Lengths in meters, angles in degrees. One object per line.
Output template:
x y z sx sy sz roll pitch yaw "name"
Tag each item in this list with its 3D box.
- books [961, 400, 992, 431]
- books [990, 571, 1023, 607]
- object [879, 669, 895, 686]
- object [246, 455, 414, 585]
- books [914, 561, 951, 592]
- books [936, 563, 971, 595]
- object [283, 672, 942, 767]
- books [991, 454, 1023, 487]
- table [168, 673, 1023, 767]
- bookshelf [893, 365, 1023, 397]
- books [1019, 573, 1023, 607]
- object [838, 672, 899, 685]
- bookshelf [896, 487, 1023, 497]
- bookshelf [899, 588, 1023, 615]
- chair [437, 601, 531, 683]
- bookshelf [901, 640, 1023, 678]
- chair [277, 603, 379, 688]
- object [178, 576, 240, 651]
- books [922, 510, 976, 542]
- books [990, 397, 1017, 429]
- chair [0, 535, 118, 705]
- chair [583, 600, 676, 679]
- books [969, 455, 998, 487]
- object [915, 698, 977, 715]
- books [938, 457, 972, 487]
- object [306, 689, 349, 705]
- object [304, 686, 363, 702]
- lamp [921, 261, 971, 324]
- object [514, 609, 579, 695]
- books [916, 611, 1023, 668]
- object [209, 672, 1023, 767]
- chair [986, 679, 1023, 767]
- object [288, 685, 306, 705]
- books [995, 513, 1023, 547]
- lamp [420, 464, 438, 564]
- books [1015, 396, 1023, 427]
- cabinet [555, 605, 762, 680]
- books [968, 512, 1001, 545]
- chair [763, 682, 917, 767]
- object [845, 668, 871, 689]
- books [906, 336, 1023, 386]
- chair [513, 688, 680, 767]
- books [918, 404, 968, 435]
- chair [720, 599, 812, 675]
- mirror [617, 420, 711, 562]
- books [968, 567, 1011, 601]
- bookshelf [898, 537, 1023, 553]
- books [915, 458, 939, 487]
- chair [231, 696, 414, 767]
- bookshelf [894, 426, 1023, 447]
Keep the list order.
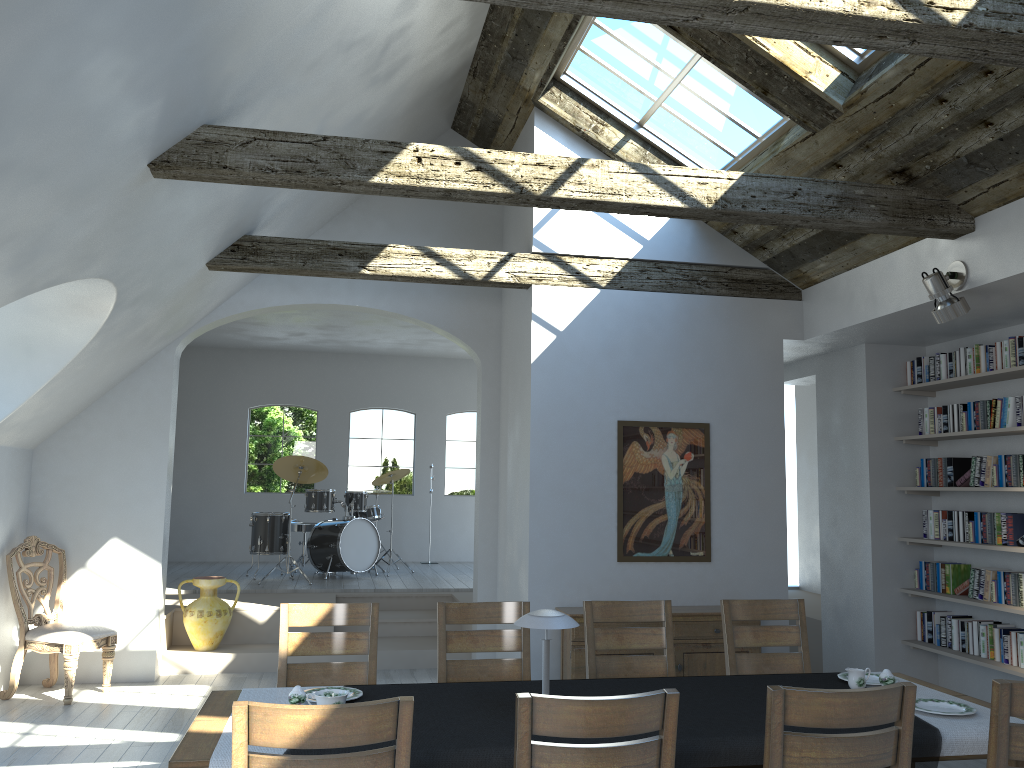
3.424 0.240 6.420 0.209 0.220 0.278 2 -7 -12 "books"
3.447 1.397 6.067 0.209 0.220 0.278 2 -7 -12 "books"
1.572 1.242 3.717 0.064 0.092 0.064 5 -8 -33 "object"
-2.272 1.582 10.605 1.465 1.383 2.354 -4 -8 33 "object"
3.286 1.490 6.884 0.209 0.220 0.278 2 -7 -12 "books"
3.343 1.454 6.585 0.189 0.224 0.345 2 -7 -11 "books"
0.410 1.347 3.400 2.456 0.227 1.073 2 -7 -11 "object"
3.472 0.600 6.099 0.209 0.220 0.278 2 -7 -12 "books"
0.386 1.605 3.359 3.078 0.737 0.939 2 -7 -11 "table"
3.977 -0.361 3.364 0.315 0.070 7.825 2 -7 -11 "bookshelf"
3.504 1.364 5.769 0.189 0.229 0.343 2 -7 -11 "books"
1.567 1.302 3.903 0.250 0.017 0.253 2 -7 -11 "object"
3.964 0.424 3.272 0.315 0.070 7.825 2 -7 -11 "bookshelf"
3.952 1.209 3.179 0.315 0.070 7.825 2 -7 -11 "bookshelf"
-0.099 1.549 4.092 0.514 1.006 0.605 2 -7 -11 "chair"
3.946 1.602 3.133 0.315 0.070 7.825 2 -7 -11 "bookshelf"
-0.831 1.521 3.951 0.514 1.006 0.605 2 -7 -11 "chair"
-2.608 1.967 7.604 0.396 0.605 0.402 -4 -8 35 "object"
3.338 1.069 6.698 0.214 0.220 0.490 2 -7 -11 "books"
3.474 0.208 6.156 0.189 0.228 0.249 2 -7 -11 "books"
-3.350 1.720 6.586 0.655 1.159 0.552 -1 -7 14 "chair"
0.632 1.577 4.233 0.514 1.006 0.605 2 -7 -11 "chair"
3.423 0.626 6.337 0.189 0.228 0.249 2 -7 -11 "books"
1.644 1.244 3.404 0.250 0.017 0.253 2 -7 -11 "object"
3.368 0.660 6.612 0.189 0.224 0.345 2 -7 -11 "books"
-0.651 1.150 3.184 0.124 0.081 0.130 -3 -8 31 "object"
-0.707 1.212 3.446 0.250 0.017 0.253 2 -7 -11 "object"
2.584 -0.547 5.293 0.265 0.386 0.235 0 -7 11 "lamp"
0.130 1.042 3.370 0.251 0.362 0.251 -1 -7 12 "object"
3.546 1.720 5.517 0.242 0.237 2.981 2 -7 -11 "books"
0.407 1.275 3.405 2.872 0.077 1.050 2 -7 -11 "object"
1.646 1.441 2.938 0.514 1.006 0.605 2 -7 -11 "chair"
-0.784 1.149 3.239 0.064 0.092 0.064 0 -7 7 "object"
3.473 0.991 6.004 0.189 0.224 0.345 2 -7 -11 "books"
-1.143 1.809 12.430 0.232 1.383 0.238 2 -7 -11 "lamp"
3.549 0.162 5.790 0.214 0.237 0.490 2 -7 -11 "books"
1.066 1.979 6.353 1.481 0.714 0.383 2 -7 -11 "cabinet"
3.415 1.025 6.308 0.209 0.220 0.278 2 -7 -12 "books"
0.915 1.413 2.797 0.514 1.006 0.605 2 -7 -11 "chair"
1.443 1.236 3.702 0.100 0.098 0.071 7 -9 -42 "object"
3.575 -0.239 5.755 0.242 0.237 2.981 2 -7 -11 "books"
0.184 1.384 2.656 0.514 1.006 0.605 2 -7 -11 "chair"
3.349 0.284 6.797 0.214 0.220 0.490 2 -7 -11 "books"
1.363 1.605 4.374 0.514 1.006 0.605 2 -7 -11 "chair"
1.147 0.808 6.679 0.736 1.047 0.009 2 -7 -11 "mirror"
3.398 1.423 6.306 0.189 0.228 0.249 2 -7 -11 "books"
3.958 0.817 3.225 0.315 0.070 7.825 2 -7 -11 "bookshelf"
3.311 0.694 6.916 0.209 0.220 0.278 2 -7 -12 "books"
-0.547 1.356 2.515 0.514 1.006 0.605 2 -7 -11 "chair"
3.970 0.031 3.318 0.315 0.070 7.825 2 -7 -11 "bookshelf"
